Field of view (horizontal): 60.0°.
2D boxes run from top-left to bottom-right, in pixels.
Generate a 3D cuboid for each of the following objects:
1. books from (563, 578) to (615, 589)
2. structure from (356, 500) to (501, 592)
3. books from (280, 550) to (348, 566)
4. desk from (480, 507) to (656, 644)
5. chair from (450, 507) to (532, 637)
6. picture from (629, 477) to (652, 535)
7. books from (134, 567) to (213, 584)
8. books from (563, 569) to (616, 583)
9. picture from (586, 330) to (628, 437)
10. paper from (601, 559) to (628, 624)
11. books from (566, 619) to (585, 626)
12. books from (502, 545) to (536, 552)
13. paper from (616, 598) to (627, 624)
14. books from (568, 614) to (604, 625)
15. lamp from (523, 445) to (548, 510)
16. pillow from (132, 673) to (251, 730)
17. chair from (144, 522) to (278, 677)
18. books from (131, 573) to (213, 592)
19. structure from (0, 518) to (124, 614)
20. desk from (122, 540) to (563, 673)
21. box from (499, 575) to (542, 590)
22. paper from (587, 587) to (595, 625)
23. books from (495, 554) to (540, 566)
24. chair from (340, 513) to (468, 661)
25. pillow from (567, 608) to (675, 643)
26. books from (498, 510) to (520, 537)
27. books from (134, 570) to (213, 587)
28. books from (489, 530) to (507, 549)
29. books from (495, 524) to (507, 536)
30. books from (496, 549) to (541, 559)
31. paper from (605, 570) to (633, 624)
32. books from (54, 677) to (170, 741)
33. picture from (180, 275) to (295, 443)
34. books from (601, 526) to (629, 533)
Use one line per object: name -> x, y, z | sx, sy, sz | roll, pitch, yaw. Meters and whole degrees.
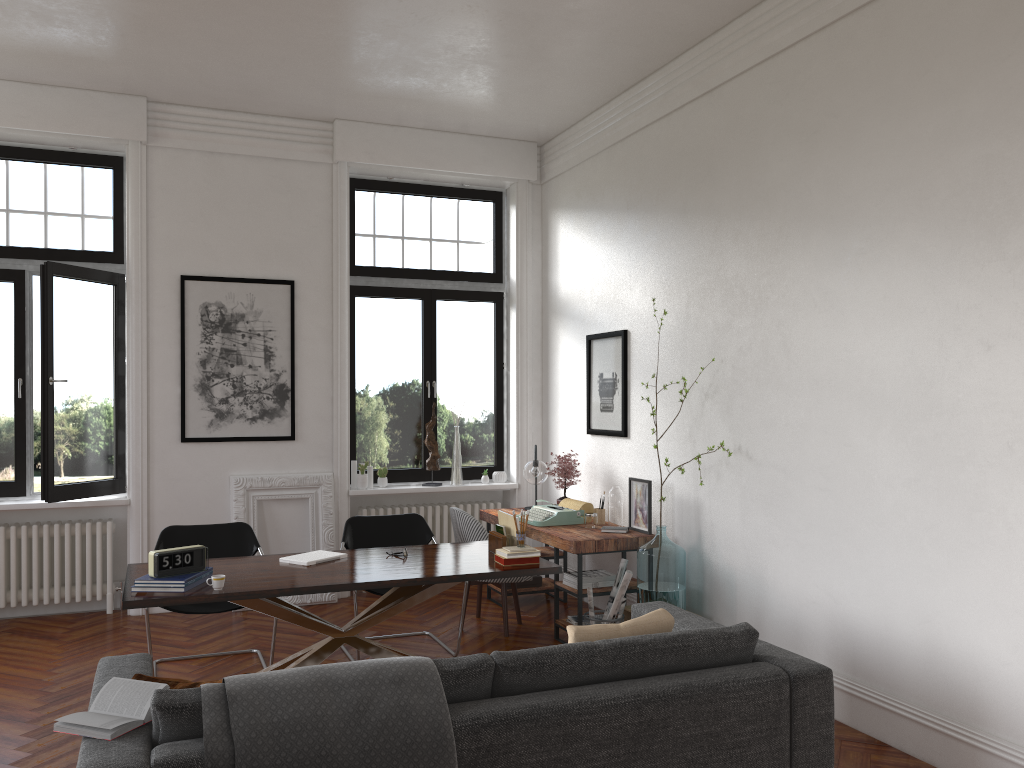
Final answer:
books -> 0.531, 1.350, 6.050 | 0.309, 0.038, 0.225 | 0, -1, -23
structure -> -0.736, 1.478, 8.027 | 1.453, 0.778, 0.225 | 0, 0, -22
books -> -1.143, 1.005, 5.121 | 0.231, 0.026, 0.325 | -1, -1, 33
desk -> 0.364, 1.422, 6.743 | 0.647, 0.758, 1.798 | 0, -1, -22
chair -> -0.178, 1.345, 6.505 | 0.547, 0.899, 0.716 | 0, 0, -29
picture -> 0.894, 0.847, 6.190 | 0.023, 0.369, 0.282 | 0, 0, -22
books -> -1.680, 0.951, 4.420 | 0.250, 0.017, 0.344 | 0, -1, 3
books -> 0.537, 1.315, 6.060 | 0.309, 0.038, 0.225 | 0, -1, -22
picture -> 0.750, 0.000, 7.001 | 0.050, 0.816, 0.634 | 0, 0, -22
paper -> 0.641, 1.468, 5.815 | 0.294, 0.626, 0.047 | 0, 0, -29
books -> 0.535, 1.633, 6.093 | 0.268, 0.014, 0.196 | 0, -1, -23
books -> 0.042, 0.936, 5.038 | 0.159, 0.008, 0.128 | 0, -1, -21
paper -> 0.684, 1.583, 5.760 | 0.126, 0.388, 0.026 | 0, 0, 0
books -> 0.535, 1.618, 6.093 | 0.268, 0.014, 0.196 | 0, -1, -11
lamp -> 0.196, 0.779, 7.349 | 0.207, 0.550, 0.441 | 0, 0, 1
pillow -> -1.056, 1.164, 3.077 | 0.470, 0.397, 0.330 | 0, 0, 15
chair -> -1.850, 1.337, 5.434 | 0.752, 0.872, 0.745 | 0, 0, -22
books -> -1.692, 0.990, 4.429 | 0.264, 0.027, 0.347 | 0, -1, 3
structure -> -3.771, 1.462, 6.801 | 1.453, 0.778, 0.225 | 0, 0, -22
desk -> -0.941, 1.385, 4.942 | 2.226, 0.751, 1.030 | 0, -1, -22
box -> 0.047, 1.620, 7.336 | 0.318, 0.082, 0.296 | 0, -1, -22
paper -> 0.518, 1.540, 5.684 | 0.073, 0.479, 0.033 | 0, 0, 15
books -> 0.029, 0.988, 5.016 | 0.215, 0.040, 0.159 | 0, -1, -20
chair -> -0.759, 1.342, 5.874 | 0.752, 0.872, 0.745 | 0, 0, -22
pillow -> 0.416, 1.142, 3.570 | 0.486, 0.460, 0.225 | 0, 0, -22
books -> -0.013, 0.898, 5.360 | 0.043, 0.239, 0.310 | 0, 0, -22
books -> -1.680, 0.968, 4.420 | 0.250, 0.017, 0.344 | 0, -1, 3
books -> -0.086, 0.954, 5.306 | 0.028, 0.124, 0.221 | 0, -1, -22
books -> -0.060, 0.932, 5.362 | 0.041, 0.157, 0.128 | 0, 0, -22
books -> 0.035, 0.955, 5.024 | 0.207, 0.028, 0.164 | 0, -1, -24
paper -> 0.635, 1.464, 5.612 | 0.047, 0.609, 0.330 | 0, 0, -42
books -> -1.264, 1.026, 2.829 | 0.225, 0.096, 0.278 | 0, -1, 20
picture -> -2.208, -0.196, 7.169 | 0.883, 1.323, 0.035 | 0, 0, -22
books -> 0.707, 1.018, 6.215 | 0.213, 0.031, 0.129 | 0, -1, 15
